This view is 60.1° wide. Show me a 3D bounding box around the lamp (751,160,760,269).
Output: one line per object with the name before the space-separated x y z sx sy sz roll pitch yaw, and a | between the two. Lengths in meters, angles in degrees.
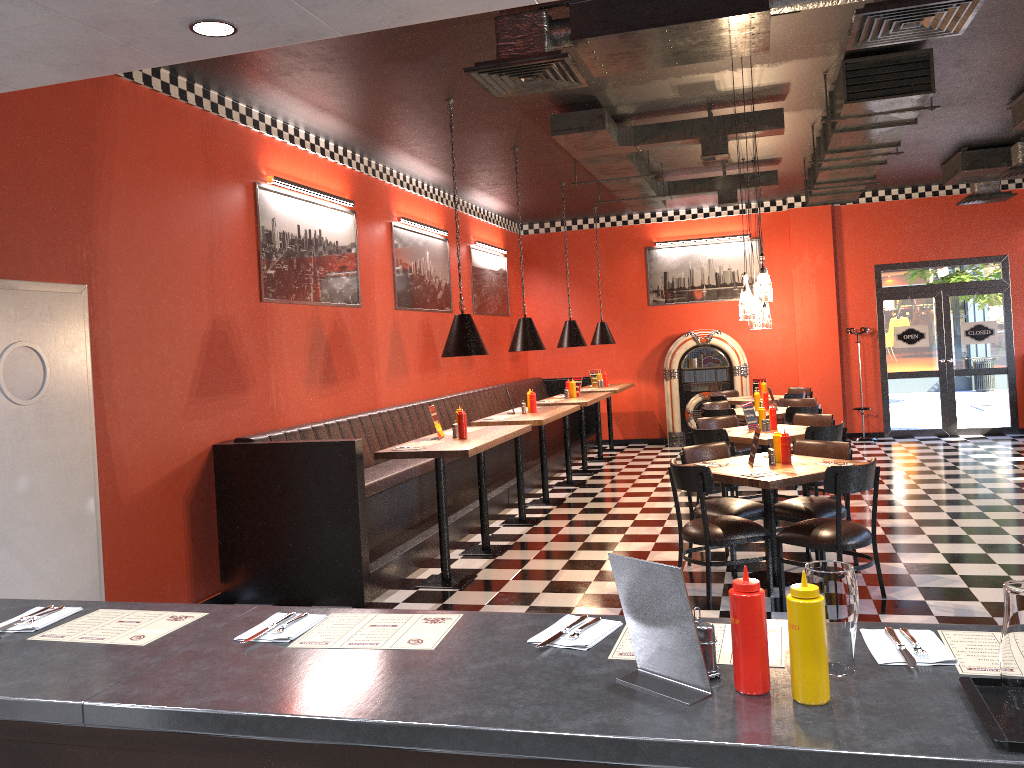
lamp | 2.826 -1.784 10.223 0.108 1.966 0.108 -3 0 -27

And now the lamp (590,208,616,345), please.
lamp | 1.298 -1.609 13.202 0.382 2.044 0.381 -3 0 -33

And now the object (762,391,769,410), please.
object | 2.925 0.182 10.217 0.068 0.238 0.068 -3 0 21

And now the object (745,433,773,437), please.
object | 2.176 0.443 7.728 0.255 0.019 0.157 -5 3 -27

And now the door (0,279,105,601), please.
door | -2.518 0.545 4.612 0.161 2.179 1.027 -3 0 16

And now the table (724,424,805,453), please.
table | 2.341 0.814 8.107 0.958 0.774 0.959 -4 2 -29

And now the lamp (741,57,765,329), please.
lamp | 1.622 -1.362 6.062 0.108 1.966 0.108 -3 0 -27

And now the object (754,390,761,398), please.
object | 3.353 0.126 12.125 0.093 0.136 0.047 -3 0 16

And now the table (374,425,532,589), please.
table | -0.369 0.912 6.895 0.695 0.999 1.694 -3 2 16

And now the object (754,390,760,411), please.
object | 2.836 0.186 10.244 0.068 0.238 0.068 -3 0 21

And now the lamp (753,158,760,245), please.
lamp | 2.817 -1.665 10.093 0.108 1.966 0.108 -3 0 -2

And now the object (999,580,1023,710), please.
object | 0.919 0.460 1.567 0.105 0.209 0.105 -4 0 -29

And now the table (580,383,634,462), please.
table | 1.363 0.546 13.025 0.695 0.999 1.694 -3 2 16

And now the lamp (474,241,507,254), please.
lamp | -0.306 -1.977 12.837 0.081 0.056 1.446 -3 2 16

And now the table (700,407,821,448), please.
table | 2.867 0.693 10.183 0.958 0.774 0.959 -4 2 -29

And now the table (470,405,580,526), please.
table | 0.207 0.790 8.935 0.695 0.999 1.694 -3 2 16

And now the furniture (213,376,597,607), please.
furniture | -0.349 0.689 10.276 1.103 1.149 8.769 -3 2 16

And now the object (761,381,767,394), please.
object | 3.438 0.071 12.086 0.068 0.238 0.068 -3 0 13

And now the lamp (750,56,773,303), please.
lamp | 1.623 -1.526 5.888 0.108 1.966 0.108 -3 0 8

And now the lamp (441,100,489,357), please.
lamp | -0.434 -1.243 7.073 0.382 2.044 0.381 -3 0 -33

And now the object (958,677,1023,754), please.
object | 1.008 0.556 1.473 0.436 0.018 0.273 -3 3 16

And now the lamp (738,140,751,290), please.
lamp | 2.131 -1.655 8.195 0.108 1.966 0.108 -3 0 -12

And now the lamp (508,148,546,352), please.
lamp | 0.093 -1.355 8.937 0.382 2.044 0.381 -3 0 -33

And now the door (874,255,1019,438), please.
door | 6.319 -0.527 12.920 1.799 2.572 0.128 -3 0 16

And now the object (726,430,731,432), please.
object | 1.934 0.435 8.248 0.157 0.019 0.255 -5 3 -28

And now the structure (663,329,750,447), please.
structure | 2.988 0.044 13.585 1.293 1.768 0.500 -3 0 16

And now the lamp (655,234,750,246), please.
lamp | 2.958 -2.246 13.809 1.443 0.056 0.081 -3 2 16

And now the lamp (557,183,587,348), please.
lamp | 0.688 -1.480 11.045 0.382 2.044 0.381 -3 0 -33

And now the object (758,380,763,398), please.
object | 3.425 0.068 12.178 0.068 0.238 0.068 -3 0 13

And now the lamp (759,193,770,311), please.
lamp | 3.420 -1.900 12.109 0.108 1.966 0.108 -3 0 -42

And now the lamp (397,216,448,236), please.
lamp | -1.025 -1.825 10.291 0.081 0.056 1.446 -3 2 16

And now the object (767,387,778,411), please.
object | 2.994 0.170 10.174 0.072 0.257 0.188 -3 1 6

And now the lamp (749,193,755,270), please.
lamp | 3.297 -1.781 12.124 0.108 1.966 0.108 -3 0 -32

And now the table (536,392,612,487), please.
table | 0.781 0.669 10.965 0.695 0.999 1.694 -3 2 16

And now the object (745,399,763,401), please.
object | 3.231 0.208 11.760 0.255 0.019 0.157 -5 3 -26

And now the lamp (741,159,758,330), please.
lamp | 2.699 -1.600 10.113 0.108 1.966 0.108 -3 0 28

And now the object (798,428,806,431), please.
object | 2.682 0.404 7.960 0.157 0.019 0.255 -5 3 -30

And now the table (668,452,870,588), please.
table | 1.767 0.938 6.022 0.961 0.774 0.956 -4 2 -29

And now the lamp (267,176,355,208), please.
lamp | -1.737 -1.675 7.771 0.081 0.056 1.446 -3 2 16

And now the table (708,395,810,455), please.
table | 3.393 0.578 12.141 0.958 0.774 0.959 -4 2 -29

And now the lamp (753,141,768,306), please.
lamp | 2.267 -1.550 8.180 0.108 1.966 0.108 -3 0 -32

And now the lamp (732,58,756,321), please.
lamp | 1.532 -1.412 5.974 0.108 1.966 0.108 -3 0 3

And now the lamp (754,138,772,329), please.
lamp | 2.250 -1.485 8.058 0.108 1.966 0.108 -3 0 28

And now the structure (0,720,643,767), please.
structure | 0.446 1.140 2.139 7.035 1.040 0.216 -3 0 16

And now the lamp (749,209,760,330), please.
lamp | 3.321 -1.728 12.246 0.108 1.966 0.108 -3 0 -2

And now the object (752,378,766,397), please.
object | 3.431 0.053 12.283 0.188 0.257 0.072 -3 0 26

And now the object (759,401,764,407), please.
object | 2.858 0.241 10.146 0.046 0.136 0.094 -3 1 6

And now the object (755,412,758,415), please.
object | 2.704 0.322 9.826 0.255 0.019 0.157 -5 3 -27
